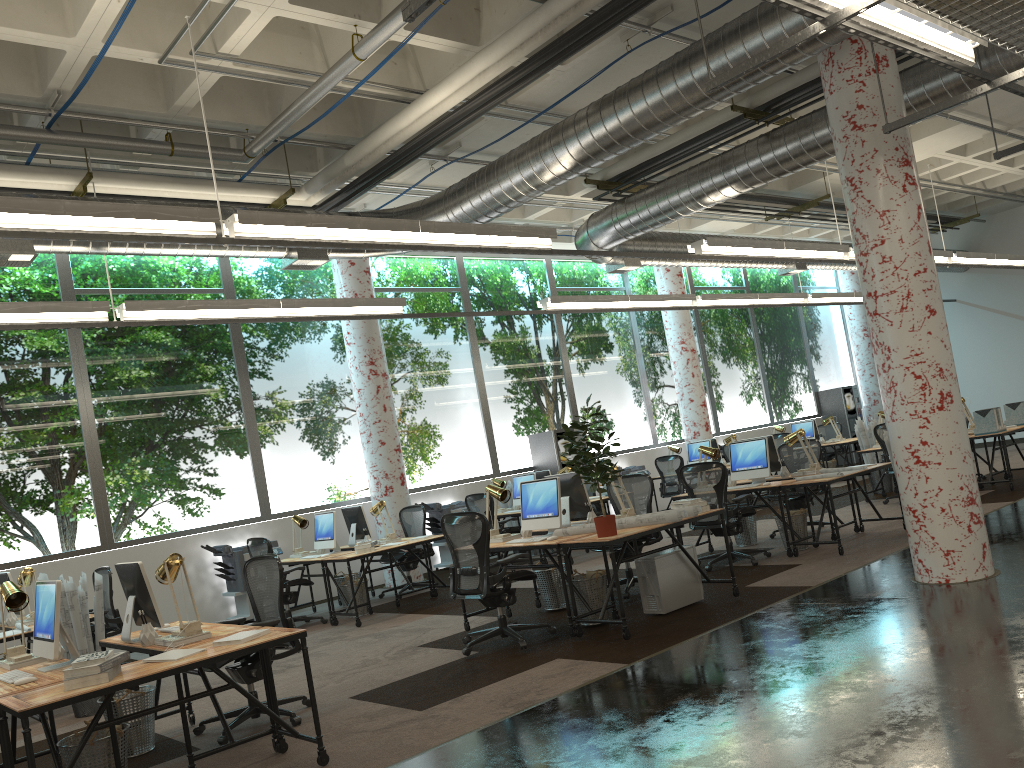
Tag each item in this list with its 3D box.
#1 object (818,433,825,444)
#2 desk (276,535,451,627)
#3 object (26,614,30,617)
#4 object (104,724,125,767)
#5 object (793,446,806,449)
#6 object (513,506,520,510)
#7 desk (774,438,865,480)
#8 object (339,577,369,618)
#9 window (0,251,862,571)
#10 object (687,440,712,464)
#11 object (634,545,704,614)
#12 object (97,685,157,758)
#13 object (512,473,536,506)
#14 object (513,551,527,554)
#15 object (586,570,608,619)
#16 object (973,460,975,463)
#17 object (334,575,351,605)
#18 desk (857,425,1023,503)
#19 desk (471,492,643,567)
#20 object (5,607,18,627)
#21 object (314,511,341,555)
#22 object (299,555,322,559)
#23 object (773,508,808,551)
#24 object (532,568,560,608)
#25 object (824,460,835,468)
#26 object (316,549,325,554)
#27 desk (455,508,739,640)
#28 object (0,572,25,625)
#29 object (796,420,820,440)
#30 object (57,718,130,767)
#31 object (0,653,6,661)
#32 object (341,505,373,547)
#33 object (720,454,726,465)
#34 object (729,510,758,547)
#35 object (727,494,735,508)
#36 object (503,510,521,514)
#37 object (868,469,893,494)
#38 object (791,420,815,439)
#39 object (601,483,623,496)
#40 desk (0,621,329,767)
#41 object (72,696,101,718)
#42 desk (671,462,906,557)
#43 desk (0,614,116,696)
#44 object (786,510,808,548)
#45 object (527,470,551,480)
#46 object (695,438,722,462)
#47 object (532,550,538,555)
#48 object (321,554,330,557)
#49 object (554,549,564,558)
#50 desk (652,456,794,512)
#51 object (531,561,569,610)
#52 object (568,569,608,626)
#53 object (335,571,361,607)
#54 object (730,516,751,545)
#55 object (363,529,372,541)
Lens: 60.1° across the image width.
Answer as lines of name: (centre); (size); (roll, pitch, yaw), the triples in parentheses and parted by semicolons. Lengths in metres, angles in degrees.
object: (6.044, 1.058, 17.290); (0.101, 0.209, 0.101); (-10, -3, 4)
desk: (-1.751, 2.281, 10.335); (1.396, 0.722, 1.952); (-6, -6, -41)
object: (-4.734, 2.276, 8.725); (0.106, 0.029, 0.060); (-6, -6, -40)
object: (-2.123, 2.017, 4.730); (0.119, 0.402, 0.236); (-8, -3, -40)
object: (5.477, 1.220, 16.913); (0.118, 0.017, 0.441); (-6, -6, -41)
object: (0.050, 1.693, 12.612); (0.101, 0.209, 0.101); (-10, -3, 4)
desk: (6.013, 1.520, 17.100); (1.396, 0.722, 1.952); (-6, -6, -41)
object: (-1.775, 2.407, 10.035); (0.352, 0.434, 0.361); (-7, -4, -45)
window: (-1.329, -0.245, 13.836); (26.113, 3.755, 0.050); (-6, -4, -41)
object: (3.185, 1.209, 14.925); (0.189, 0.484, 0.486); (-8, -4, -41)
object: (1.302, 1.600, 7.285); (0.539, 0.454, 0.222); (-7, -4, -41)
object: (-2.439, 2.140, 5.669); (0.352, 0.434, 0.361); (-7, -4, -45)
object: (0.072, 1.910, 12.536); (0.190, 1.206, 1.084); (-8, -4, -41)
object: (0.132, 2.417, 13.599); (0.352, 0.397, 0.355); (-9, -4, -22)
object: (0.696, 1.722, 7.228); (0.119, 0.402, 0.236); (-8, -3, -40)
object: (5.987, 1.208, 11.802); (0.352, 0.434, 0.361); (-7, -4, -45)
object: (-2.087, 2.557, 10.973); (0.119, 0.402, 0.236); (-8, -3, -40)
desk: (6.011, 1.082, 12.102); (1.396, 0.722, 1.952); (-6, -6, -41)
desk: (0.590, 2.051, 12.376); (1.396, 0.722, 1.952); (-6, -6, -41)
object: (-4.557, 2.097, 8.054); (0.101, 0.209, 0.101); (-10, -3, 4)
object: (-2.144, 1.731, 10.282); (0.189, 0.484, 0.486); (-8, -4, -41)
object: (-2.287, 1.981, 10.148); (0.118, 0.017, 0.441); (-6, -6, -41)
object: (2.941, 1.518, 9.277); (0.352, 0.434, 0.361); (-7, -4, -45)
object: (0.321, 1.865, 8.119); (0.119, 0.402, 0.236); (-8, -3, -40)
object: (6.054, 1.652, 16.847); (0.119, 0.402, 0.236); (-8, -3, -40)
object: (-2.291, 1.922, 10.572); (0.101, 0.209, 0.101); (-10, -3, 4)
desk: (0.656, 1.589, 7.481); (1.396, 0.723, 1.952); (-6, -6, -41)
object: (-4.752, 2.017, 8.353); (0.189, 0.484, 0.486); (-8, -4, -41)
object: (5.849, 0.978, 17.590); (0.189, 0.484, 0.486); (-8, -4, -41)
object: (-2.188, 2.010, 4.683); (0.352, 0.434, 0.361); (-7, -4, -45)
object: (-4.863, 2.815, 8.550); (0.352, 0.434, 0.361); (-7, -4, -45)
object: (-1.915, 1.739, 10.825); (0.189, 0.484, 0.486); (-8, -4, -41)
object: (3.609, 1.296, 15.169); (0.101, 0.209, 0.101); (-10, -3, 4)
object: (2.690, 1.648, 10.263); (0.352, 0.434, 0.361); (-7, -4, -45)
object: (3.619, 1.891, 14.726); (0.119, 0.402, 0.236); (-8, -3, -40)
object: (0.055, 1.751, 12.189); (0.118, 0.017, 0.441); (-6, -6, -41)
object: (5.553, 1.448, 13.325); (0.353, 0.397, 0.354); (-10, -3, 4)
object: (5.620, 0.970, 17.047); (0.189, 0.484, 0.486); (-8, -4, -41)
object: (1.353, 1.380, 12.168); (0.150, 0.301, 0.282); (-8, -4, -41)
desk: (-2.164, 1.884, 4.984); (1.396, 0.722, 1.952); (-6, -6, -41)
object: (-3.420, 2.473, 7.176); (0.353, 0.397, 0.354); (-10, -3, 4)
desk: (2.965, 1.392, 9.578); (1.396, 0.722, 1.952); (-6, -6, -41)
desk: (-4.588, 2.559, 7.864); (1.396, 0.722, 1.952); (-6, -6, -41)
object: (3.006, 1.525, 9.325); (0.119, 0.402, 0.236); (-8, -3, -40)
object: (0.427, 1.509, 12.865); (0.189, 0.484, 0.486); (-8, -4, -41)
object: (3.414, 1.216, 15.469); (0.189, 0.484, 0.486); (-8, -4, -41)
object: (0.255, 2.327, 13.013); (0.119, 0.402, 0.236); (-8, -3, -40)
object: (-2.084, 1.917, 9.895); (0.106, 0.029, 0.060); (-6, -6, -40)
object: (0.631, 2.184, 12.123); (0.119, 0.402, 0.236); (-8, -3, -40)
desk: (3.578, 1.758, 14.979); (1.396, 0.722, 1.952); (-6, -6, -41)
object: (0.381, 1.845, 8.167); (0.352, 0.434, 0.361); (-7, -4, -45)
object: (0.632, 1.715, 7.181); (0.352, 0.434, 0.361); (-7, -4, -45)
object: (-2.026, 2.537, 11.021); (0.352, 0.434, 0.361); (-7, -4, -45)
object: (2.630, 1.668, 10.215); (0.119, 0.402, 0.236); (-8, -3, -40)
object: (-1.721, 1.819, 10.525); (0.101, 0.209, 0.101); (-10, -3, 4)
